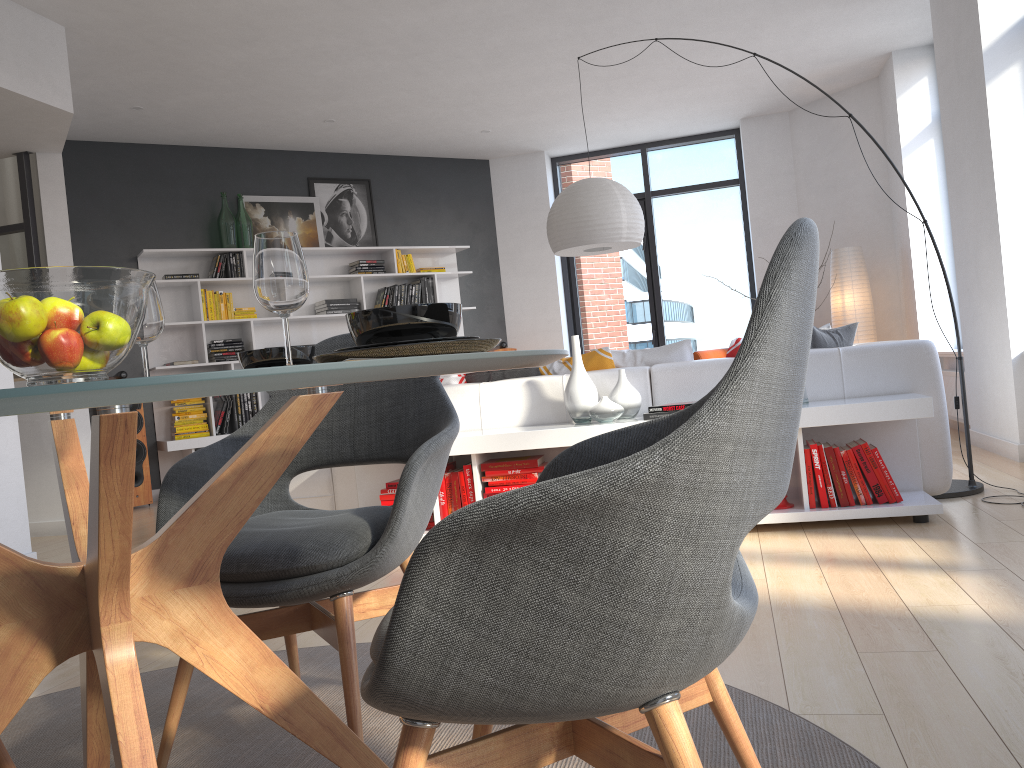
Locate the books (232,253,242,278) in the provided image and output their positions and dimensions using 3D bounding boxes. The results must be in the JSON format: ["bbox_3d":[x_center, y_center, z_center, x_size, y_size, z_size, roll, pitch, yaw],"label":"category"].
[{"bbox_3d":[-2.376,-1.003,7.638,0.038,0.218,0.169,-6,1,-31],"label":"books"}]

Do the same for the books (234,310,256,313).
[{"bbox_3d":[-2.319,-0.618,7.650,0.187,0.014,0.134,-6,1,-31],"label":"books"}]

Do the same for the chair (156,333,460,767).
[{"bbox_3d":[-0.427,0.324,1.943,0.655,0.891,0.619,-6,1,20],"label":"chair"}]

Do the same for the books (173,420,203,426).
[{"bbox_3d":[-2.703,0.324,7.393,0.228,0.024,0.152,-6,1,-27],"label":"books"}]

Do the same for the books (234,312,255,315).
[{"bbox_3d":[-2.314,-0.603,7.634,0.169,0.018,0.113,-6,1,-30],"label":"books"}]

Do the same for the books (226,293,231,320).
[{"bbox_3d":[-2.445,-0.653,7.588,0.024,0.234,0.172,-6,1,-31],"label":"books"}]

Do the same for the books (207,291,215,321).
[{"bbox_3d":[-2.576,-0.650,7.513,0.044,0.255,0.198,-6,1,-31],"label":"books"}]

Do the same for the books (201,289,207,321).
[{"bbox_3d":[-2.622,-0.652,7.469,0.029,0.270,0.204,-6,1,-31],"label":"books"}]

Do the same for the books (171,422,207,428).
[{"bbox_3d":[-2.704,0.343,7.416,0.263,0.015,0.198,-6,1,-28],"label":"books"}]

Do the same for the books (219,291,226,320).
[{"bbox_3d":[-2.492,-0.656,7.561,0.035,0.250,0.185,-6,1,-31],"label":"books"}]

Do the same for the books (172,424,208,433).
[{"bbox_3d":[-2.691,0.371,7.405,0.255,0.044,0.198,-6,1,-31],"label":"books"}]

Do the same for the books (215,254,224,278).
[{"bbox_3d":[-2.513,-0.986,7.566,0.087,0.214,0.171,-6,1,-31],"label":"books"}]

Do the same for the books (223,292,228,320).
[{"bbox_3d":[-2.467,-0.653,7.578,0.023,0.239,0.169,-6,1,-31],"label":"books"}]

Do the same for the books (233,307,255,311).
[{"bbox_3d":[-2.330,-0.637,7.659,0.186,0.026,0.138,-6,1,-31],"label":"books"}]

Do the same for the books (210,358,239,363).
[{"bbox_3d":[-2.419,-0.200,7.563,0.263,0.026,0.189,-6,1,-33],"label":"books"}]

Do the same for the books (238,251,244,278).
[{"bbox_3d":[-2.349,-1.013,7.646,0.019,0.230,0.174,-6,1,-31],"label":"books"}]

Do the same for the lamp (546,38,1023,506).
[{"bbox_3d":[1.419,-0.766,4.493,0.710,2.647,3.199,-6,1,-40],"label":"lamp"}]

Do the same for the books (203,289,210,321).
[{"bbox_3d":[-2.604,-0.654,7.491,0.025,0.270,0.213,-6,1,-31],"label":"books"}]

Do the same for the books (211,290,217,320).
[{"bbox_3d":[-2.551,-0.655,7.531,0.015,0.263,0.199,-6,1,-31],"label":"books"}]

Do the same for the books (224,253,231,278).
[{"bbox_3d":[-2.442,-0.997,7.596,0.021,0.221,0.156,-6,1,-31],"label":"books"}]

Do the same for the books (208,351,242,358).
[{"bbox_3d":[-2.440,-0.251,7.576,0.266,0.030,0.209,-6,1,-33],"label":"books"}]

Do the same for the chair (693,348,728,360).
[{"bbox_3d":[2.241,0.014,7.938,0.843,0.858,0.896,-6,1,-44],"label":"chair"}]

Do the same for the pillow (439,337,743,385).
[{"bbox_3d":[0.405,0.053,4.622,2.250,0.449,0.575,-6,1,11],"label":"pillow"}]

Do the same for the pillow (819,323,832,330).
[{"bbox_3d":[0.387,0.021,4.966,2.953,0.453,0.647,-6,1,1],"label":"pillow"}]

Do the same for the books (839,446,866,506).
[{"bbox_3d":[1.404,0.378,3.676,0.081,0.230,0.165,-6,1,14],"label":"books"}]

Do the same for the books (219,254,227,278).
[{"bbox_3d":[-2.482,-0.990,7.570,0.074,0.212,0.154,-6,1,-32],"label":"books"}]

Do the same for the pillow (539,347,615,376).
[{"bbox_3d":[1.042,-0.026,5.025,2.095,0.440,0.630,-6,1,-29],"label":"pillow"}]

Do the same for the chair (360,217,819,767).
[{"bbox_3d":[0.111,0.278,1.143,0.619,0.891,0.655,-6,1,15],"label":"chair"}]

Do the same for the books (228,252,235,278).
[{"bbox_3d":[-2.425,-1.005,7.613,0.025,0.232,0.176,-6,1,-31],"label":"books"}]

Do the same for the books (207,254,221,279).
[{"bbox_3d":[-2.537,-0.984,7.544,0.096,0.213,0.166,-6,1,-33],"label":"books"}]

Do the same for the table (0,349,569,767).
[{"bbox_3d":[-0.623,0.405,1.359,1.499,0.764,1.499,-6,1,3],"label":"table"}]

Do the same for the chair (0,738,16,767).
[{"bbox_3d":[-1.346,0.420,1.587,0.619,0.891,0.655,-6,1,15],"label":"chair"}]

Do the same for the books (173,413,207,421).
[{"bbox_3d":[-2.696,0.275,7.418,0.250,0.035,0.185,-6,1,-28],"label":"books"}]

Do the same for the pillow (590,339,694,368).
[{"bbox_3d":[1.290,-0.071,5.221,0.580,0.456,2.156,-5,1,40],"label":"pillow"}]

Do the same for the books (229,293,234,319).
[{"bbox_3d":[-2.424,-0.655,7.605,0.024,0.234,0.172,-6,1,-31],"label":"books"}]

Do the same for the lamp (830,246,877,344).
[{"bbox_3d":[3.003,-0.403,7.451,0.502,1.550,0.804,-6,1,-26],"label":"lamp"}]

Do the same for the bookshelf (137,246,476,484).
[{"bbox_3d":[-1.625,-0.194,7.978,3.000,2.052,0.455,-6,1,-31],"label":"bookshelf"}]

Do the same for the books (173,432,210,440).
[{"bbox_3d":[-2.676,0.432,7.395,0.270,0.029,0.204,-6,1,-26],"label":"books"}]

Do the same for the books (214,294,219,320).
[{"bbox_3d":[-2.523,-0.640,7.523,0.024,0.229,0.156,-6,1,-32],"label":"books"}]

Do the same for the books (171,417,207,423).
[{"bbox_3d":[-2.704,0.303,7.415,0.251,0.019,0.180,-6,1,-31],"label":"books"}]

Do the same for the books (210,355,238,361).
[{"bbox_3d":[-2.422,-0.225,7.564,0.270,0.025,0.189,-6,1,-32],"label":"books"}]

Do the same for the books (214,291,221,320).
[{"bbox_3d":[-2.516,-0.654,7.549,0.019,0.251,0.180,-6,1,-31],"label":"books"}]

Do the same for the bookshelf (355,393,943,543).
[{"bbox_3d":[0.448,0.416,3.939,2.600,0.500,0.356,-6,1,14],"label":"bookshelf"}]

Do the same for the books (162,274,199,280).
[{"bbox_3d":[-2.761,-0.877,7.386,0.268,0.046,0.208,-6,1,-28],"label":"books"}]

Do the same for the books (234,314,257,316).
[{"bbox_3d":[-2.319,-0.589,7.653,0.196,0.011,0.148,-6,1,-31],"label":"books"}]

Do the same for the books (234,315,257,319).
[{"bbox_3d":[-2.315,-0.566,7.650,0.190,0.033,0.147,-6,1,-31],"label":"books"}]

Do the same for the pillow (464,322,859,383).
[{"bbox_3d":[0.720,-0.005,4.552,2.120,0.436,0.608,-6,1,9],"label":"pillow"}]

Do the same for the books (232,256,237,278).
[{"bbox_3d":[-2.400,-0.993,7.622,0.021,0.200,0.147,-6,1,-31],"label":"books"}]
